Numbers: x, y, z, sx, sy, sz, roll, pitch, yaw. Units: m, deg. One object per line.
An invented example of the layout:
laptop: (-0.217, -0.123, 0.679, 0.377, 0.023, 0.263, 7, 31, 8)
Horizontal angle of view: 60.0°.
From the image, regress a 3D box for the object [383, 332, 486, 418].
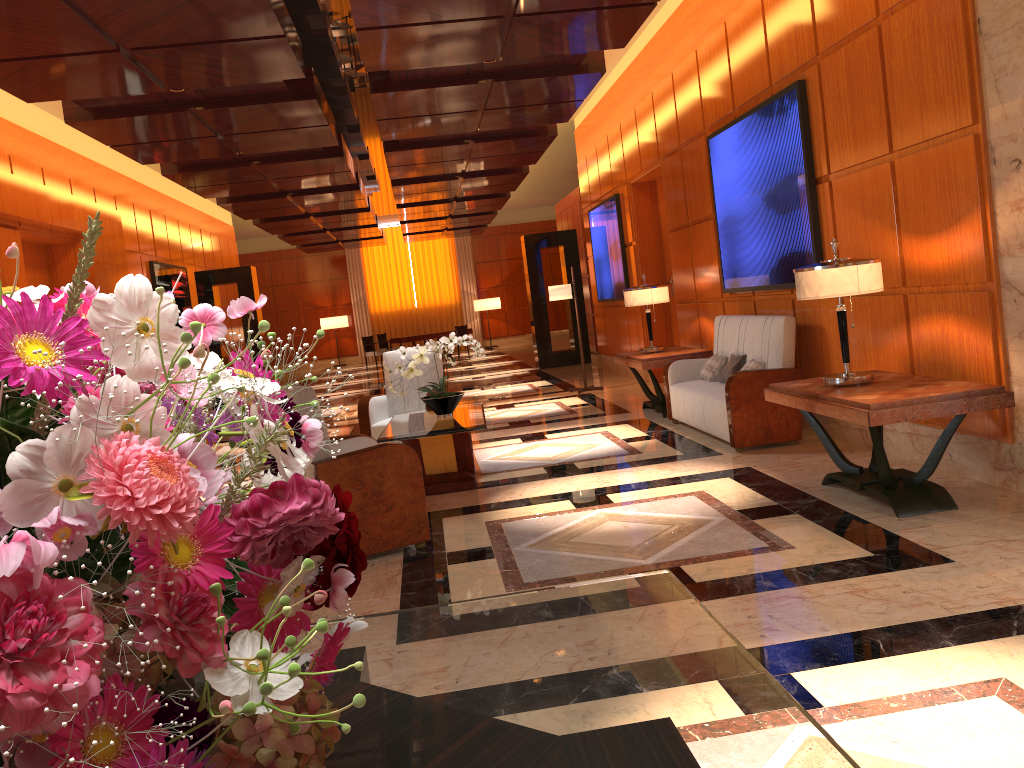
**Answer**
object: (-0.553, -0.063, 6.623, 0.790, 0.616, 0.417, -9, 4, -28)

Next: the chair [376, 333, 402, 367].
chair: (-3.326, -0.952, 24.071, 0.575, 0.892, 0.586, -5, 4, 23)

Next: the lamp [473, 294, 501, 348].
lamp: (-0.695, -1.929, 27.115, 0.809, 1.657, 0.814, -5, 4, 34)

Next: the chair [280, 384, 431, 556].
chair: (-0.925, 0.445, 4.984, 0.630, 0.959, 0.738, -9, 4, -26)

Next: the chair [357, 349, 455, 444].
chair: (-0.936, 0.176, 7.978, 0.737, 0.959, 0.630, -6, 4, 13)

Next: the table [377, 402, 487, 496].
table: (-0.531, 0.504, 6.527, 0.722, 0.495, 1.564, -7, 5, -2)

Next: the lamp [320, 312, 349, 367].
lamp: (-5.282, -1.339, 26.664, 0.809, 1.657, 0.814, -5, 4, 34)

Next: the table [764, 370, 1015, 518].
table: (1.974, 0.305, 4.774, 0.726, 0.605, 1.273, -7, 5, -5)

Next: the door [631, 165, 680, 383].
door: (1.951, -1.274, 10.860, 0.341, 2.646, 1.540, -7, 3, -5)

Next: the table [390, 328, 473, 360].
table: (-2.056, -0.957, 23.141, 2.113, 0.740, 0.783, -10, 5, -34)

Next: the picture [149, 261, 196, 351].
picture: (-5.584, -1.255, 14.684, 0.056, 1.449, 2.001, -7, 4, -5)

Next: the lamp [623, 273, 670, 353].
lamp: (1.381, -0.728, 8.995, 0.460, 0.792, 0.458, -10, 5, -43)

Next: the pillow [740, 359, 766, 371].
pillow: (1.836, -0.065, 6.847, 0.202, 0.229, 0.274, -7, 4, -3)

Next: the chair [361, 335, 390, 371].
chair: (-3.519, -0.816, 22.830, 0.575, 0.892, 0.586, -5, 4, 33)

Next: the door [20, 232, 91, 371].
door: (-5.300, -0.340, 10.128, 0.341, 2.646, 1.502, -7, 3, -5)

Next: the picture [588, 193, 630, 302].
picture: (1.410, -1.945, 13.058, 0.056, 1.449, 2.001, -7, 4, -5)

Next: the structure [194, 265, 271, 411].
structure: (-5.019, -0.831, 16.036, 0.986, 2.493, 0.501, -7, 3, -6)

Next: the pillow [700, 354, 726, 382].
pillow: (1.752, -0.140, 7.724, 0.195, 0.226, 0.345, -7, 4, 0)

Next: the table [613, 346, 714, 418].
table: (1.541, -0.023, 8.971, 0.726, 0.605, 1.273, -7, 5, -5)

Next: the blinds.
blinds: (-3.054, -2.897, 27.471, 3.854, 4.056, 0.149, -7, 3, -6)

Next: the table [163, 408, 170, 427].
table: (-4.213, 0.623, 9.820, 0.725, 0.533, 1.170, -7, 5, -2)

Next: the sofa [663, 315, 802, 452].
sofa: (1.762, -0.070, 7.270, 0.613, 0.930, 1.803, -7, 5, -5)

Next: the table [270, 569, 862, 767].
table: (-0.372, 0.874, 0.789, 1.601, 0.743, 1.604, -7, 5, -5)

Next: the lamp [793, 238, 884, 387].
lamp: (1.808, -0.397, 4.866, 0.458, 0.808, 0.460, -7, 3, 4)

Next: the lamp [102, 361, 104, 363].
lamp: (0.276, -0.144, 5.283, 12.983, 0.733, 0.336, -2, 6, 44)

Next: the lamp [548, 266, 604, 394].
lamp: (0.807, -0.712, 11.676, 0.527, 1.657, 0.360, -8, 3, -15)

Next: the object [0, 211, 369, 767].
object: (-0.459, 0.177, 0.772, 0.650, 0.657, 0.681, -8, 4, -14)

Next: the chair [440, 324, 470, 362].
chair: (-1.386, -1.031, 22.378, 0.575, 0.892, 0.586, -4, 4, 38)

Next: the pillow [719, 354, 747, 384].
pillow: (1.823, -0.118, 7.294, 0.160, 0.252, 0.358, -7, 4, -9)

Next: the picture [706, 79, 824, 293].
picture: (2.011, -1.489, 7.232, 0.056, 1.449, 2.001, -7, 4, -5)
